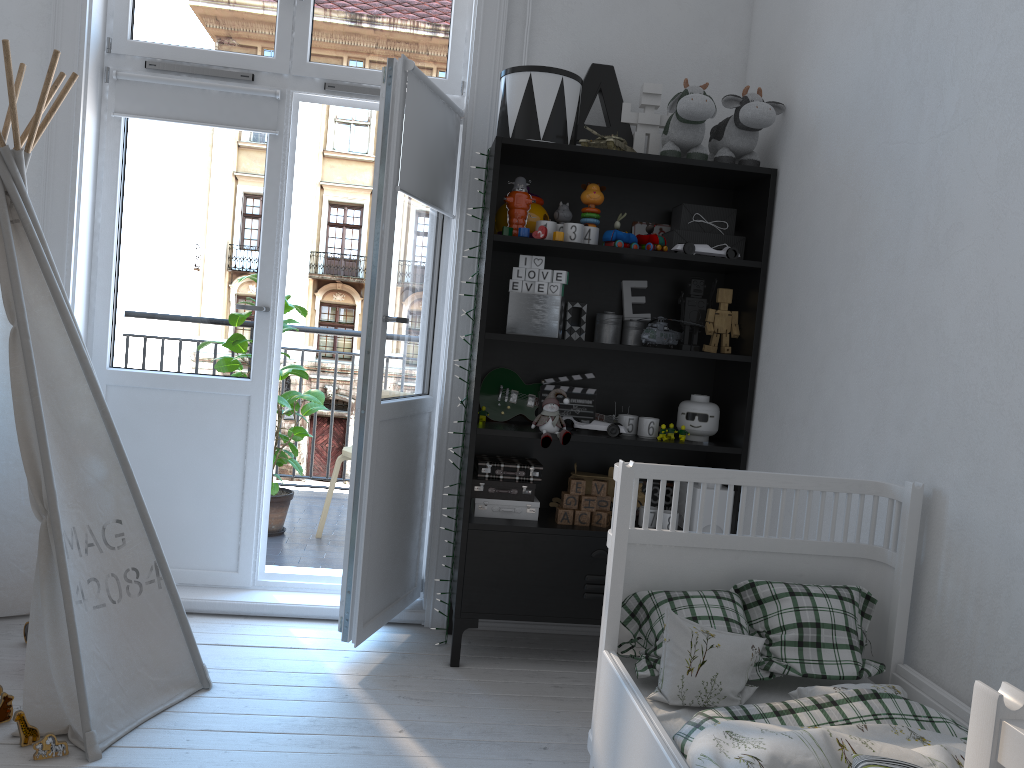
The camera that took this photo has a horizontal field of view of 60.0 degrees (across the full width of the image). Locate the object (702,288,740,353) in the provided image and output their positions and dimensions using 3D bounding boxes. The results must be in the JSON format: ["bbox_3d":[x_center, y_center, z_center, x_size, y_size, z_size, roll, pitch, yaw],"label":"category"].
[{"bbox_3d":[0.711,-0.212,2.996,0.114,0.221,0.052,5,3,-7],"label":"object"}]

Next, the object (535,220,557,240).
[{"bbox_3d":[0.109,-0.490,2.866,0.067,0.067,0.067,5,3,-6],"label":"object"}]

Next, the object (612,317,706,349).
[{"bbox_3d":[0.497,-0.173,2.985,0.368,0.106,0.349,5,3,-5],"label":"object"}]

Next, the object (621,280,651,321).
[{"bbox_3d":[0.438,-0.293,3.131,0.107,0.151,0.055,5,3,-7],"label":"object"}]

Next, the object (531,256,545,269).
[{"bbox_3d":[0.085,-0.389,2.849,0.040,0.040,0.040,5,3,3],"label":"object"}]

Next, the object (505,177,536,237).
[{"bbox_3d":[0.028,-0.565,2.852,0.105,0.203,0.072,5,3,1],"label":"object"}]

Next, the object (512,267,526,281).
[{"bbox_3d":[0.023,-0.354,2.859,0.040,0.040,0.040,5,3,3],"label":"object"}]

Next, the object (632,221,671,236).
[{"bbox_3d":[0.594,-0.496,3.145,0.347,0.132,0.037,5,3,-7],"label":"object"}]

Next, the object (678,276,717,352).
[{"bbox_3d":[0.631,-0.242,3.048,0.117,0.259,0.081,5,3,-7],"label":"object"}]

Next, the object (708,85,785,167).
[{"bbox_3d":[0.718,-0.829,2.930,0.211,0.253,0.386,4,3,-23],"label":"object"}]

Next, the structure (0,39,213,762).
[{"bbox_3d":[-1.378,-0.049,2.370,1.143,1.750,1.142,3,4,-31],"label":"structure"}]

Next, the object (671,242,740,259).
[{"bbox_3d":[0.634,-0.435,2.907,0.230,0.048,0.098,4,3,-17],"label":"object"}]

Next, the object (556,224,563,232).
[{"bbox_3d":[0.157,-0.488,2.916,0.067,0.067,0.067,3,4,-33],"label":"object"}]

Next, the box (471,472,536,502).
[{"bbox_3d":[-0.039,0.347,2.998,0.215,0.062,0.179,5,3,-7],"label":"box"}]

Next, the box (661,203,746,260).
[{"bbox_3d":[0.661,-0.512,3.045,0.251,0.189,0.179,5,3,-7],"label":"box"}]

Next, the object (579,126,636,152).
[{"bbox_3d":[0.307,-0.791,2.893,0.121,0.100,0.338,7,3,28],"label":"object"}]

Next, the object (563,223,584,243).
[{"bbox_3d":[0.197,-0.482,2.861,0.067,0.067,0.067,5,3,-6],"label":"object"}]

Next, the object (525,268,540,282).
[{"bbox_3d":[0.068,-0.350,2.853,0.040,0.040,0.040,6,3,13],"label":"object"}]

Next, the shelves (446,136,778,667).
[{"bbox_3d":[0.308,0.097,3.001,0.911,1.678,0.353,5,3,-7],"label":"shelves"}]

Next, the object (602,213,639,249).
[{"bbox_3d":[0.362,-0.499,2.918,0.121,0.126,0.087,3,4,-30],"label":"object"}]

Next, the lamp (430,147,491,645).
[{"bbox_3d":[0.275,0.087,3.061,0.985,1.685,0.095,5,3,-9],"label":"lamp"}]

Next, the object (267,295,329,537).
[{"bbox_3d":[-1.199,0.095,4.250,0.720,1.225,0.489,5,3,3],"label":"object"}]

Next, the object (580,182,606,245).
[{"bbox_3d":[0.258,-0.552,2.903,0.077,0.213,0.077,7,4,27],"label":"object"}]

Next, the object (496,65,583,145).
[{"bbox_3d":[0.110,-0.893,2.973,0.272,0.259,0.395,6,3,22],"label":"object"}]

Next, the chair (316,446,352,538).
[{"bbox_3d":[-0.625,0.401,4.311,0.436,0.716,0.498,8,4,38],"label":"chair"}]

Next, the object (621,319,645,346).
[{"bbox_3d":[0.440,-0.174,3.012,0.078,0.091,0.246,4,3,-12],"label":"object"}]

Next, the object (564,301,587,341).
[{"bbox_3d":[0.223,-0.218,3.103,0.070,0.135,0.028,5,3,-7],"label":"object"}]

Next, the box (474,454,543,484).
[{"bbox_3d":[-0.015,0.287,2.998,0.215,0.062,0.179,5,3,-7],"label":"box"}]

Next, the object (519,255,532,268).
[{"bbox_3d":[0.043,-0.393,2.855,0.040,0.040,0.040,5,3,-2],"label":"object"}]

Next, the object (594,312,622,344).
[{"bbox_3d":[0.334,-0.195,3.082,0.095,0.111,0.095,5,3,-2],"label":"object"}]

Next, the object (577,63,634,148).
[{"bbox_3d":[0.295,-0.924,3.067,0.343,0.344,0.057,5,3,-7],"label":"object"}]

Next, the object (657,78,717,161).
[{"bbox_3d":[0.568,-0.841,2.907,0.154,0.253,0.370,5,3,1],"label":"object"}]

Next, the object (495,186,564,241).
[{"bbox_3d":[0.053,-0.562,2.926,0.197,0.197,0.318,5,3,-10],"label":"object"}]

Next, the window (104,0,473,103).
[{"bbox_3d":[-0.762,-1.402,3.132,1.263,0.661,0.101,5,3,-7],"label":"window"}]

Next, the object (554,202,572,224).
[{"bbox_3d":[0.171,-0.539,3.017,0.063,0.160,0.063,3,4,-28],"label":"object"}]

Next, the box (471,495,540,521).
[{"bbox_3d":[-0.026,0.409,3.004,0.215,0.062,0.179,5,3,-7],"label":"box"}]

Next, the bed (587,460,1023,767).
[{"bbox_3d":[0.581,0.634,1.308,0.670,0.833,1.403,5,3,-7],"label":"bed"}]

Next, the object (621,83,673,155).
[{"bbox_3d":[0.467,-0.880,3.060,0.190,0.291,0.065,5,3,-2],"label":"object"}]

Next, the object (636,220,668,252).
[{"bbox_3d":[0.466,-0.492,2.973,0.087,0.112,0.121,3,4,-36],"label":"object"}]
